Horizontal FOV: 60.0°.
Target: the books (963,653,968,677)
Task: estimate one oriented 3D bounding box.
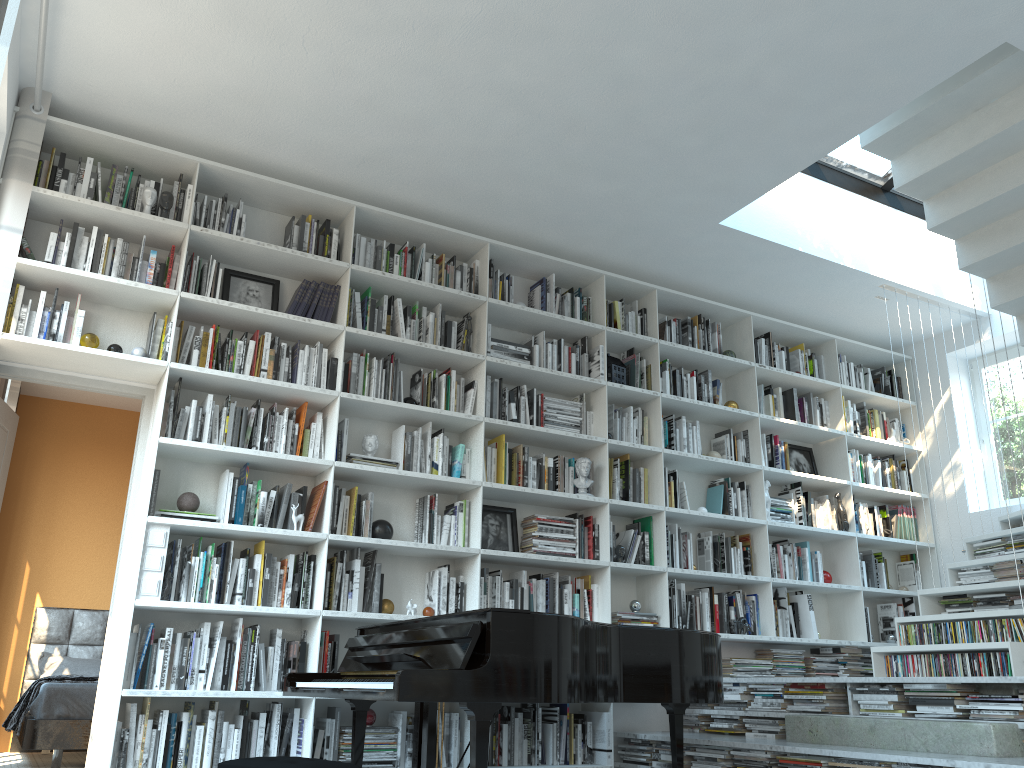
[{"bbox_3d":[2.420,1.480,4.648,0.125,0.125,0.011,11,-21,-27],"label":"books"}]

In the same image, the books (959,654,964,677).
[{"bbox_3d":[2.408,1.486,4.669,0.125,0.125,0.007,11,-21,-27],"label":"books"}]

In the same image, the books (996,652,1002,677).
[{"bbox_3d":[2.509,1.428,4.496,0.125,0.125,0.010,11,-21,-27],"label":"books"}]

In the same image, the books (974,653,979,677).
[{"bbox_3d":[2.449,1.463,4.598,0.125,0.125,0.007,11,-21,-27],"label":"books"}]

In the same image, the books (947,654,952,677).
[{"bbox_3d":[2.374,1.506,4.727,0.125,0.125,0.008,11,-21,-27],"label":"books"}]

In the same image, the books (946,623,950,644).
[{"bbox_3d":[2.462,1.392,4.926,0.125,0.125,0.007,11,-21,-27],"label":"books"}]

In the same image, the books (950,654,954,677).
[{"bbox_3d":[2.381,1.502,4.715,0.125,0.125,0.008,11,-21,-27],"label":"books"}]

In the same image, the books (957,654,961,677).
[{"bbox_3d":[2.400,1.491,4.681,0.125,0.125,0.008,11,-21,-27],"label":"books"}]

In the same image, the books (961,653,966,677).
[{"bbox_3d":[2.411,1.484,4.663,0.125,0.125,0.008,11,-21,-27],"label":"books"}]

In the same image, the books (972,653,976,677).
[{"bbox_3d":[2.441,1.467,4.611,0.125,0.125,0.008,11,-21,-27],"label":"books"}]

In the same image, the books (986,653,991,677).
[{"bbox_3d":[2.479,1.445,4.547,0.125,0.125,0.012,11,-21,-27],"label":"books"}]

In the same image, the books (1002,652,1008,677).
[{"bbox_3d":[2.524,1.420,4.470,0.125,0.125,0.011,11,-21,-27],"label":"books"}]

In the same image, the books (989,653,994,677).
[{"bbox_3d":[2.488,1.440,4.531,0.125,0.125,0.009,11,-21,-27],"label":"books"}]

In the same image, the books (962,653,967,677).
[{"bbox_3d":[2.416,1.482,4.654,0.125,0.125,0.011,11,-21,-27],"label":"books"}]

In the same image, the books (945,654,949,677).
[{"bbox_3d":[2.367,1.510,4.739,0.125,0.125,0.008,11,-21,-27],"label":"books"}]

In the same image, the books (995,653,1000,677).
[{"bbox_3d":[2.503,1.432,4.505,0.125,0.125,0.014,11,-21,-27],"label":"books"}]

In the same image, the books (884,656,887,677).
[{"bbox_3d":[2.177,1.619,5.065,0.125,0.125,0.007,11,-21,-27],"label":"books"}]

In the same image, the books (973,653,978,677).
[{"bbox_3d":[2.445,1.465,4.604,0.125,0.125,0.007,11,-21,-27],"label":"books"}]

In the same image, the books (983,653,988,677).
[{"bbox_3d":[2.474,1.448,4.555,0.125,0.125,0.008,11,-21,-27],"label":"books"}]

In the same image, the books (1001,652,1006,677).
[{"bbox_3d":[2.519,1.423,4.478,0.125,0.125,0.009,11,-21,-27],"label":"books"}]

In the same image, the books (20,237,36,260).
[{"bbox_3d":[-2.300,-0.588,4.231,0.121,0.175,0.130,11,-21,-27],"label":"books"}]

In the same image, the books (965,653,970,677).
[{"bbox_3d":[2.424,1.477,4.641,0.125,0.125,0.008,11,-21,-27],"label":"books"}]

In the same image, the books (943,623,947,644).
[{"bbox_3d":[2.453,1.397,4.940,0.125,0.125,0.010,11,-21,-27],"label":"books"}]

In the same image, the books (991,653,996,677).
[{"bbox_3d":[2.493,1.437,4.523,0.125,0.125,0.007,11,-21,-27],"label":"books"}]

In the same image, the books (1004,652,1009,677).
[{"bbox_3d":[2.528,1.417,4.462,0.125,0.125,0.009,11,-21,-27],"label":"books"}]

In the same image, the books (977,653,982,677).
[{"bbox_3d":[2.456,1.458,4.586,0.125,0.125,0.008,11,-21,-27],"label":"books"}]

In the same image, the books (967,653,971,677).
[{"bbox_3d":[2.428,1.475,4.634,0.125,0.125,0.008,11,-21,-27],"label":"books"}]

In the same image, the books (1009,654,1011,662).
[{"bbox_3d":[2.541,1.410,4.440,0.125,0.125,0.013,11,-21,-27],"label":"books"}]

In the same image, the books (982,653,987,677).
[{"bbox_3d":[2.470,1.451,4.562,0.125,0.125,0.010,11,-21,-27],"label":"books"}]

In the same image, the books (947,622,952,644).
[{"bbox_3d":[2.466,1.390,4.918,0.125,0.125,0.010,11,-21,-27],"label":"books"}]

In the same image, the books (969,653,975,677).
[{"bbox_3d":[2.436,1.470,4.620,0.125,0.125,0.012,11,-21,-27],"label":"books"}]

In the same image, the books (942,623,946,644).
[{"bbox_3d":[2.448,1.401,4.950,0.125,0.125,0.012,11,-21,-27],"label":"books"}]

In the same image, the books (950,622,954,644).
[{"bbox_3d":[2.472,1.387,4.908,0.125,0.125,0.014,11,-21,-27],"label":"books"}]

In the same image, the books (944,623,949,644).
[{"bbox_3d":[2.457,1.395,4.934,0.125,0.125,0.009,11,-21,-27],"label":"books"}]

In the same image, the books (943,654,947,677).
[{"bbox_3d":[2.359,1.514,4.752,0.125,0.125,0.008,11,-21,-27],"label":"books"}]

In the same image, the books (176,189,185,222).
[{"bbox_3d":[-1.748,-0.870,4.632,0.025,0.258,0.138,11,-21,-27],"label":"books"}]

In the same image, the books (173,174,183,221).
[{"bbox_3d":[-1.761,-0.912,4.631,0.014,0.336,0.168,11,-21,-27],"label":"books"}]

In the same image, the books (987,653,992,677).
[{"bbox_3d":[2.484,1.442,4.537,0.125,0.125,0.010,11,-21,-27],"label":"books"}]

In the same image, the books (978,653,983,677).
[{"bbox_3d":[2.460,1.456,4.579,0.125,0.125,0.008,11,-21,-27],"label":"books"}]

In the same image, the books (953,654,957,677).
[{"bbox_3d":[2.389,1.497,4.701,0.125,0.125,0.010,11,-21,-27],"label":"books"}]

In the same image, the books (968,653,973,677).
[{"bbox_3d":[2.432,1.473,4.628,0.125,0.125,0.010,11,-21,-27],"label":"books"}]

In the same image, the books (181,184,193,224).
[{"bbox_3d":[-1.708,-0.872,4.612,0.024,0.251,0.235,11,-21,-27],"label":"books"}]

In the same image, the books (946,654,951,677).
[{"bbox_3d":[2.370,1.508,4.733,0.125,0.125,0.008,11,-21,-27],"label":"books"}]

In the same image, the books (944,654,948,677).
[{"bbox_3d":[2.363,1.512,4.745,0.125,0.125,0.008,11,-21,-27],"label":"books"}]

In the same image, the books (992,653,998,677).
[{"bbox_3d":[2.497,1.435,4.515,0.125,0.125,0.010,11,-21,-27],"label":"books"}]

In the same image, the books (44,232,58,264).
[{"bbox_3d":[-2.226,-0.597,4.264,0.034,0.217,0.166,11,-21,-27],"label":"books"}]

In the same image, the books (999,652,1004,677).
[{"bbox_3d":[2.514,1.425,4.486,0.125,0.125,0.013,11,-21,-27],"label":"books"}]

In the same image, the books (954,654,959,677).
[{"bbox_3d":[2.392,1.495,4.695,0.125,0.125,0.010,11,-21,-27],"label":"books"}]

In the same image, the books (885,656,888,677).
[{"bbox_3d":[2.181,1.617,5.059,0.125,0.125,0.008,11,-21,-27],"label":"books"}]

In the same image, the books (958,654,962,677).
[{"bbox_3d":[2.404,1.488,4.675,0.125,0.125,0.008,11,-21,-27],"label":"books"}]

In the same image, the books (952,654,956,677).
[{"bbox_3d":[2.385,1.499,4.707,0.125,0.125,0.009,11,-21,-27],"label":"books"}]

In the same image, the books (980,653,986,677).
[{"bbox_3d":[2.465,1.454,4.571,0.125,0.125,0.010,11,-21,-27],"label":"books"}]

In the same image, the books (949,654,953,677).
[{"bbox_3d":[2.378,1.504,4.721,0.125,0.125,0.007,11,-21,-27],"label":"books"}]

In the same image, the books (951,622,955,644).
[{"bbox_3d":[2.478,1.383,4.899,0.125,0.125,0.010,11,-21,-27],"label":"books"}]

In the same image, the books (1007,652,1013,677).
[{"bbox_3d":[2.534,1.414,4.452,0.125,0.125,0.016,11,-21,-27],"label":"books"}]

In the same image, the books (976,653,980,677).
[{"bbox_3d":[2.452,1.461,4.592,0.125,0.125,0.007,11,-21,-27],"label":"books"}]

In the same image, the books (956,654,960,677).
[{"bbox_3d":[2.397,1.493,4.688,0.125,0.125,0.008,11,-21,-27],"label":"books"}]

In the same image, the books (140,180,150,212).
[{"bbox_3d":[-1.894,-0.896,4.541,0.025,0.243,0.168,11,-21,-27],"label":"books"}]
